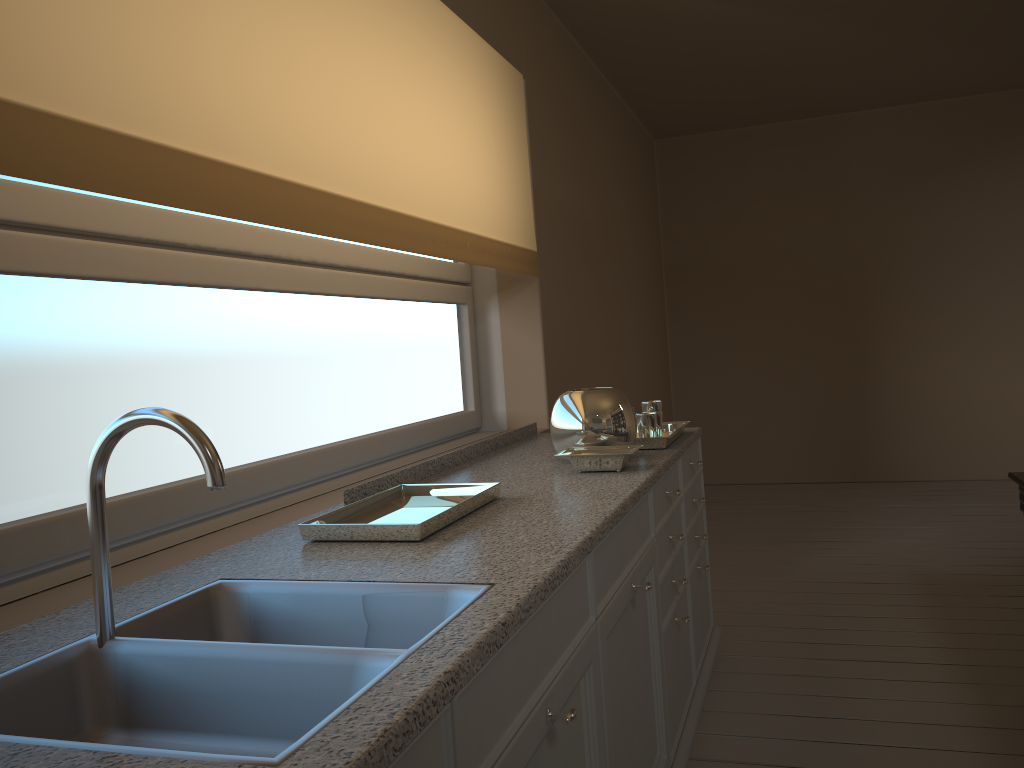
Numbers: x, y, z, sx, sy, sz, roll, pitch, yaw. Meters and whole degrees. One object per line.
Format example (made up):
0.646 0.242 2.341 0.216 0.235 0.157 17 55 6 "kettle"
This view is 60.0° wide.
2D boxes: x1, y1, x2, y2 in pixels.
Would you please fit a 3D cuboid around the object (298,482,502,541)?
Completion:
-0.202 0.246 1.751 0.240 0.030 0.429 -3 2 18 "object"

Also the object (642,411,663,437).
0.434 0.128 2.723 0.063 0.090 0.063 -4 1 -9 "object"

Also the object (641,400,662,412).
0.432 0.098 2.723 0.063 0.090 0.063 -4 1 -9 "object"

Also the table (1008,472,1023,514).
1.587 0.618 1.490 0.918 0.653 1.994 -3 2 18 "table"

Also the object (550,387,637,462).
0.222 0.111 2.425 0.235 0.195 0.236 -3 2 35 "object"

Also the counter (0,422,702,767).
-0.311 0.289 1.177 0.652 0.068 4.245 -3 2 18 "counter"

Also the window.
-0.735 -0.382 1.835 0.047 1.352 3.572 -4 2 18 "window"

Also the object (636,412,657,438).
0.405 0.133 2.655 0.063 0.090 0.063 -4 1 -9 "object"

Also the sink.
-0.321 0.262 1.035 0.458 0.481 0.539 -4 1 18 "sink"

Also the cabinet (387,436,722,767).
-0.338 0.702 1.193 0.846 0.771 4.228 -4 2 18 "cabinet"

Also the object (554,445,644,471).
0.222 0.189 2.217 0.197 0.048 0.153 -3 2 18 "object"

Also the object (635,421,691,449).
0.396 0.161 2.775 0.274 0.034 0.447 -3 2 18 "object"

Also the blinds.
-0.481 -0.692 1.720 0.022 0.782 3.554 -4 2 18 "blinds"
